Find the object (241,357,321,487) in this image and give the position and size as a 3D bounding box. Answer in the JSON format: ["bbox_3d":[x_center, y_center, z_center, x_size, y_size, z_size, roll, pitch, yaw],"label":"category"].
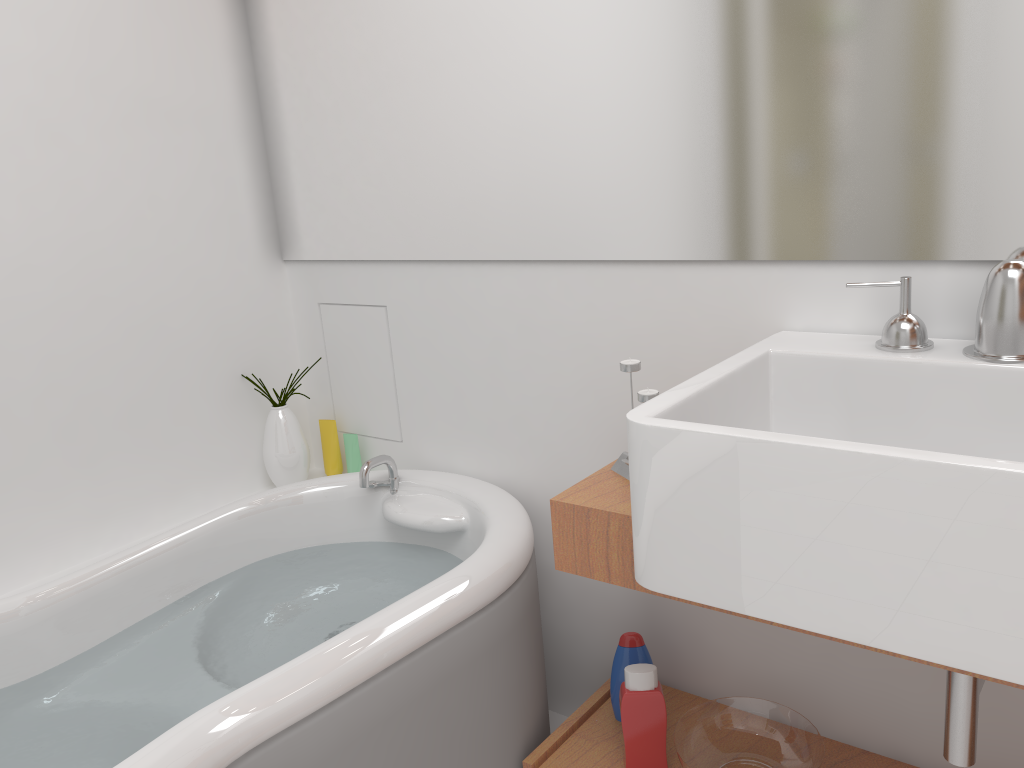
[{"bbox_3d":[-0.548,0.111,2.168,0.215,0.326,0.154,-10,15,-20],"label":"object"}]

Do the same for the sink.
[{"bbox_3d":[0.565,0.205,1.137,0.657,0.673,0.552,6,18,37],"label":"sink"}]

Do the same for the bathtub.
[{"bbox_3d":[-0.658,0.655,1.402,1.055,0.674,1.863,6,18,37],"label":"bathtub"}]

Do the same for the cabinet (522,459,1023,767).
[{"bbox_3d":[0.760,0.549,1.210,1.635,0.719,0.355,6,18,37],"label":"cabinet"}]

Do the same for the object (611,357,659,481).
[{"bbox_3d":[0.222,0.064,1.432,0.059,0.203,0.182,-10,15,-20],"label":"object"}]

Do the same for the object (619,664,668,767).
[{"bbox_3d":[0.231,0.592,1.562,0.079,0.207,0.046,-4,14,3],"label":"object"}]

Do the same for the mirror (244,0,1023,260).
[{"bbox_3d":[0.405,-0.634,1.355,2.600,0.887,0.022,6,18,37],"label":"mirror"}]

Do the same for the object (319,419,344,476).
[{"bbox_3d":[-0.460,0.169,2.258,0.047,0.162,0.047,-11,16,-24],"label":"object"}]

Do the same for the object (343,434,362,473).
[{"bbox_3d":[-0.396,0.188,2.213,0.038,0.133,0.038,-9,15,-17],"label":"object"}]

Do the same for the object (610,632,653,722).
[{"bbox_3d":[0.233,0.563,1.703,0.092,0.190,0.044,-4,14,5],"label":"object"}]

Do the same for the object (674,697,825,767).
[{"bbox_3d":[0.401,0.644,1.509,0.245,0.090,0.245,-2,14,10],"label":"object"}]
